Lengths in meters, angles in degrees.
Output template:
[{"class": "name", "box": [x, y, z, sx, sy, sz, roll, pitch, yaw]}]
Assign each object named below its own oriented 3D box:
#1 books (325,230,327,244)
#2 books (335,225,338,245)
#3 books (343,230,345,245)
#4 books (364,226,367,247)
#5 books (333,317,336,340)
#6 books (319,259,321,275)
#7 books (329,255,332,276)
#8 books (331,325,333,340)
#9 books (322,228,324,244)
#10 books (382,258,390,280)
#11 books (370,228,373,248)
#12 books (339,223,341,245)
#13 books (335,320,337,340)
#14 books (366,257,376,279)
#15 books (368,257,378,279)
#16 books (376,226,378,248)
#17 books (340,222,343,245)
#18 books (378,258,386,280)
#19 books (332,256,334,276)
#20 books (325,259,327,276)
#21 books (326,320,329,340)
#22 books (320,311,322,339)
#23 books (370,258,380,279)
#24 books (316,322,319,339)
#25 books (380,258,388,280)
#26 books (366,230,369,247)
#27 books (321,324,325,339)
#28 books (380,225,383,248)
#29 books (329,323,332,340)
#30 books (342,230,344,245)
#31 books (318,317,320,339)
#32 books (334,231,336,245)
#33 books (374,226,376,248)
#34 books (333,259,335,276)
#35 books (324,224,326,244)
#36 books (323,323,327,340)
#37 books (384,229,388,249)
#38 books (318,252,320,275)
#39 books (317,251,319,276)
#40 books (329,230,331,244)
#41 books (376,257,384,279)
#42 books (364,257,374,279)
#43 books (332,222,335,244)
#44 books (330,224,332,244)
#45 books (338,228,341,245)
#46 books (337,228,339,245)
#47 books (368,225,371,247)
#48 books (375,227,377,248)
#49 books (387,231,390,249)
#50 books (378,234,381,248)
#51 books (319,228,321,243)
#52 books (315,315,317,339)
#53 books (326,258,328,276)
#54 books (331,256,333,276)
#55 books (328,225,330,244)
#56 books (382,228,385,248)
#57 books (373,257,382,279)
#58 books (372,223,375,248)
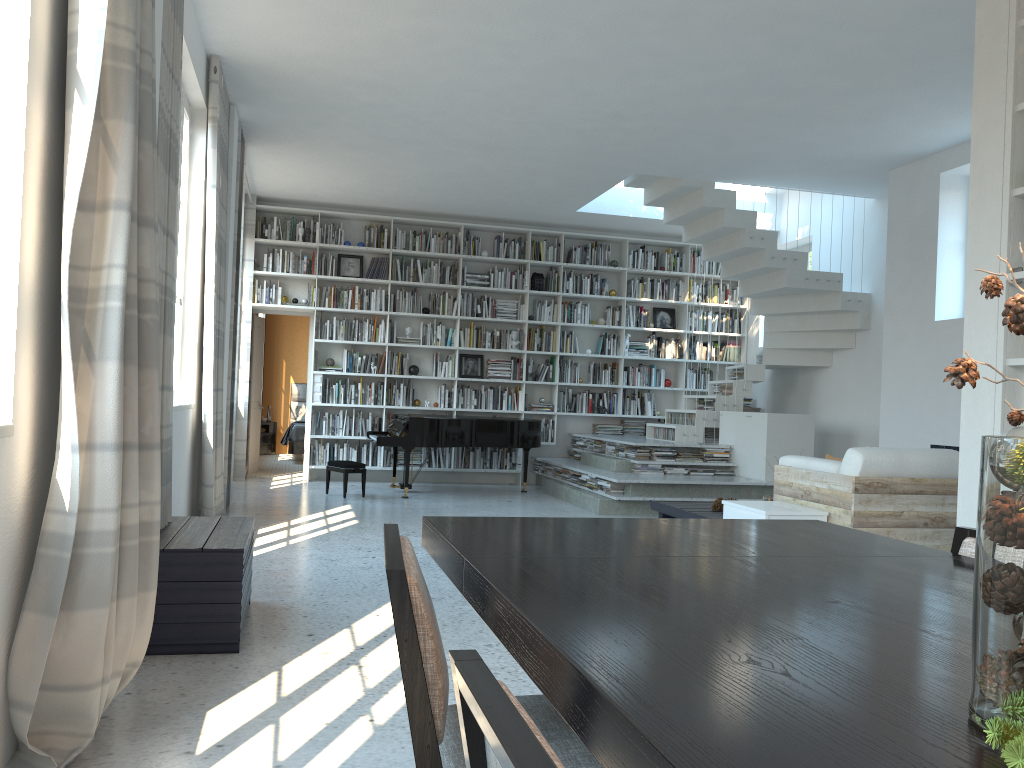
[{"class": "books", "box": [-2.189, -1.708, 10.424, 0.017, 0.194, 0.129, 2, -1, -14]}, {"class": "books", "box": [-2.068, -1.732, 10.445, 0.013, 0.253, 0.129, 2, -1, -14]}, {"class": "books", "box": [-1.991, -1.707, 10.472, 0.013, 0.210, 0.136, 2, -1, -14]}, {"class": "books", "box": [-1.745, -1.730, 10.531, 0.013, 0.278, 0.151, 2, -1, -14]}, {"class": "books", "box": [-2.095, -0.644, 10.438, 0.023, 0.281, 0.174, 2, -1, -14]}, {"class": "books", "box": [-2.253, -1.349, 10.398, 0.015, 0.207, 0.172, 2, -1, -14]}, {"class": "books", "box": [-2.134, -1.371, 10.409, 0.023, 0.258, 0.183, 2, -1, -14]}, {"class": "books", "box": [-2.124, -0.598, 10.454, 0.021, 0.187, 0.129, 2, -1, -14]}, {"class": "books", "box": [-2.223, -1.718, 10.409, 0.032, 0.210, 0.158, 2, -1, -14]}, {"class": "books", "box": [-1.511, -1.356, 10.576, 0.078, 0.285, 0.174, 2, -1, -14]}, {"class": "books", "box": [-1.671, -1.712, 10.530, 0.028, 0.249, 0.155, 2, -1, -14]}, {"class": "books", "box": [-2.025, -1.754, 10.459, 0.007, 0.301, 0.145, 2, -1, -14]}, {"class": "books", "box": [-2.077, -0.626, 10.434, 0.011, 0.246, 0.176, 2, -1, -14]}, {"class": "books", "box": [-1.686, -1.358, 10.548, 0.110, 0.279, 0.174, 2, -1, -14]}, {"class": "books", "box": [-1.660, -1.357, 10.536, 0.110, 0.279, 0.174, 2, -1, -14]}, {"class": "books", "box": [-1.615, -1.722, 10.544, 0.011, 0.274, 0.183, 2, -1, -14]}, {"class": "books", "box": [-2.018, -1.750, 10.473, 0.015, 0.293, 0.130, 2, -1, -14]}, {"class": "books", "box": [-1.560, -1.357, 10.583, 0.078, 0.285, 0.174, 2, -1, -14]}, {"class": "books", "box": [-2.108, -1.367, 10.423, 0.012, 0.254, 0.166, 2, -1, -14]}, {"class": "books", "box": [-2.194, -1.351, 10.431, 0.012, 0.214, 0.132, 2, -1, -14]}, {"class": "books", "box": [-2.163, -0.625, 10.410, 0.022, 0.235, 0.177, 2, -1, -14]}, {"class": "books", "box": [-2.237, -0.677, 10.383, 0.012, 0.334, 0.184, 2, -1, -14]}, {"class": "books", "box": [-1.642, -1.356, 10.558, 0.110, 0.279, 0.174, 2, -1, -14]}, {"class": "books", "box": [-2.285, -0.617, 10.392, 0.026, 0.209, 0.155, 2, -1, -14]}, {"class": "books", "box": [-1.537, -1.357, 10.584, 0.078, 0.285, 0.174, 2, -1, -14]}, {"class": "books", "box": [-1.723, -1.699, 10.523, 0.028, 0.218, 0.153, 2, -1, -14]}, {"class": "books", "box": [-2.218, -0.600, 10.394, 0.037, 0.182, 0.189, 2, -1, -14]}, {"class": "books", "box": [-1.558, -1.731, 10.551, 0.025, 0.297, 0.163, 2, -1, -14]}, {"class": "books", "box": [-2.137, -0.608, 10.406, 0.028, 0.203, 0.188, 2, -1, -14]}, {"class": "books", "box": [-2.002, -1.704, 10.460, 0.014, 0.202, 0.170, 2, -1, -14]}, {"class": "books", "box": [-2.258, -0.644, 10.381, 0.027, 0.266, 0.176, 2, -1, -14]}, {"class": "books", "box": [-2.087, -1.698, 10.435, 0.026, 0.182, 0.161, 2, -1, -14]}, {"class": "books", "box": [-1.639, -1.728, 10.549, 0.013, 0.283, 0.166, 2, -1, -14]}, {"class": "books", "box": [-2.096, -1.347, 10.418, 0.012, 0.214, 0.185, 2, -1, -14]}, {"class": "books", "box": [-2.199, -1.736, 10.407, 0.012, 0.249, 0.180, 2, -1, -14]}, {"class": "books", "box": [-2.198, -0.613, 10.418, 0.042, 0.209, 0.143, 2, -1, -14]}, {"class": "books", "box": [-1.513, -1.708, 10.573, 0.031, 0.254, 0.178, 2, -1, -14]}, {"class": "books", "box": [-2.261, -1.390, 10.392, 0.006, 0.287, 0.148, 2, -1, -14]}, {"class": "books", "box": [-2.272, -1.394, 10.379, 0.005, 0.292, 0.184, 2, -1, -14]}, {"class": "books", "box": [-2.145, -1.705, 10.432, 0.014, 0.192, 0.146, 2, -1, -14]}, {"class": "books", "box": [-1.581, -1.359, 10.573, 0.078, 0.285, 0.174, 2, -1, -14]}, {"class": "books", "box": [-1.706, -1.359, 10.533, 0.110, 0.279, 0.174, 2, -1, -14]}, {"class": "books", "box": [-2.100, -1.747, 10.413, 0.015, 0.279, 0.190, 2, -1, -14]}, {"class": "books", "box": [-2.127, -1.739, 10.423, 0.016, 0.261, 0.154, 2, -1, -14]}, {"class": "books", "box": [-2.036, -1.711, 10.436, 0.021, 0.214, 0.173, 2, -1, -14]}, {"class": "books", "box": [-2.054, -1.715, 10.439, 0.013, 0.219, 0.181, 2, -1, -14]}, {"class": "books", "box": [-1.696, -1.729, 10.525, 0.024, 0.279, 0.188, 2, -1, -14]}, {"class": "books", "box": [-1.626, -1.717, 10.540, 0.010, 0.263, 0.156, 2, -1, -14]}, {"class": "books", "box": [-1.482, -1.705, 10.596, 0.039, 0.252, 0.146, 2, -1, -14]}, {"class": "books", "box": [-1.588, -1.679, 10.555, 0.027, 0.190, 0.177, 2, -1, -14]}, {"class": "books", "box": [-2.252, -1.716, 10.397, 0.017, 0.204, 0.142, 2, -1, -14]}, {"class": "books", "box": [-2.304, -0.655, 10.396, 0.012, 0.285, 0.159, 2, -1, -14]}, {"class": "books", "box": [-2.171, -1.352, 10.400, 0.018, 0.218, 0.186, 2, -1, -14]}, {"class": "books", "box": [-2.120, -1.366, 10.421, 0.011, 0.250, 0.168, 2, -1, -14]}, {"class": "books", "box": [-2.156, -1.731, 10.420, 0.016, 0.243, 0.156, 2, -1, -14]}, {"class": "books", "box": [-1.542, -1.712, 10.580, 0.022, 0.260, 0.152, 2, -1, -14]}, {"class": "books", "box": [-1.608, -1.357, 10.546, 0.097, 0.282, 0.174, 2, -1, -14]}, {"class": "books", "box": [-1.655, -1.747, 10.561, 0.014, 0.321, 0.136, 2, -1, -14]}]
